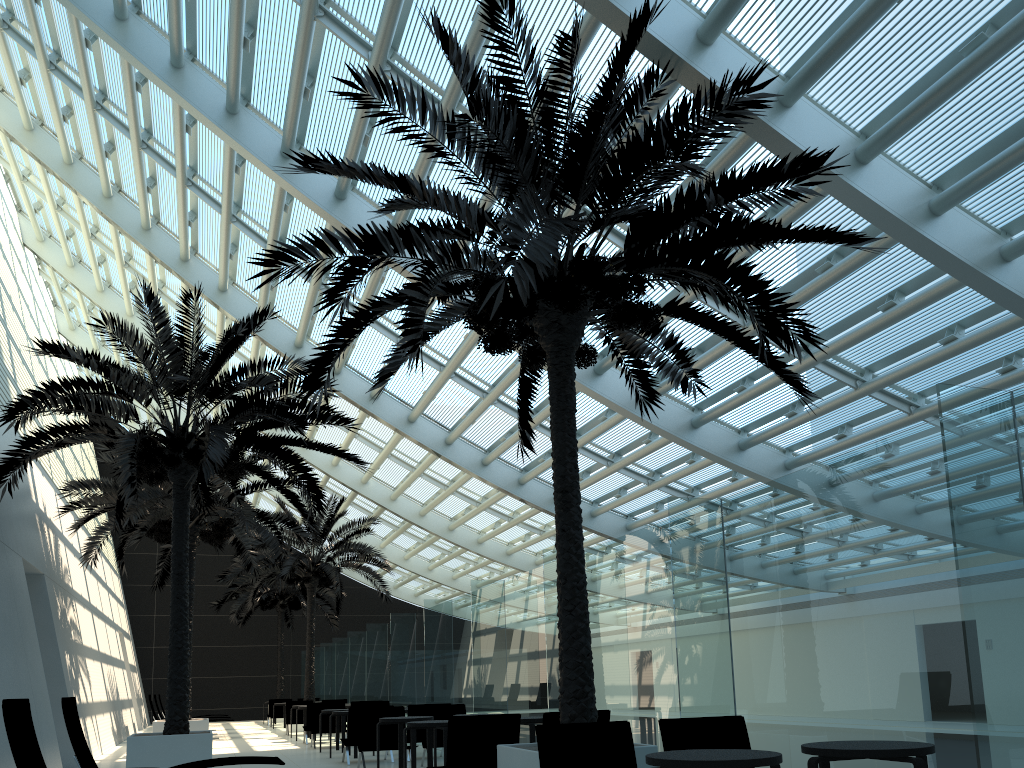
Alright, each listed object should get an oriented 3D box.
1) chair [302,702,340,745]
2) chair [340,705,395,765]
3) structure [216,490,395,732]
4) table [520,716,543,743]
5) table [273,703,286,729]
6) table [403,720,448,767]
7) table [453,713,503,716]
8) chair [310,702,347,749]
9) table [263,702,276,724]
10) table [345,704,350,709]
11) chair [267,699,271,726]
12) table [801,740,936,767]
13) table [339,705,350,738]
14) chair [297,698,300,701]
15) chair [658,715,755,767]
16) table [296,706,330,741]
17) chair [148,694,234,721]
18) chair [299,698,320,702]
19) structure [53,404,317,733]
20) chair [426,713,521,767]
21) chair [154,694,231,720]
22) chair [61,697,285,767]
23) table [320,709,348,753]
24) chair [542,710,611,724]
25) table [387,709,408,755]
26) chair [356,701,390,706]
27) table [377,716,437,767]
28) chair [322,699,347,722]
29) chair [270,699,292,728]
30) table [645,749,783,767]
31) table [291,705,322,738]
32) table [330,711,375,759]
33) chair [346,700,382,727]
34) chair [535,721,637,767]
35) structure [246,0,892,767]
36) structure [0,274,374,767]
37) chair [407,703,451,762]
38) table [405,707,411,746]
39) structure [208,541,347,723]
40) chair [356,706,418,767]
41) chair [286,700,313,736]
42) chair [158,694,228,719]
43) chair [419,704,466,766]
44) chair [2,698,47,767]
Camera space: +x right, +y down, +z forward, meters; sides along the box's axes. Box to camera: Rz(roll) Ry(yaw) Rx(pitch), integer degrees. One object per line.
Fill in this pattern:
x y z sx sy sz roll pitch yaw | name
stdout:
-4.200 7.437 19.161 0.718 0.851 0.923 3 -15 -19 | chair
-2.316 5.563 13.872 0.718 0.851 0.923 3 -15 -19 | chair
-5.923 6.587 25.473 4.848 6.733 4.603 4 -14 -26 | structure
0.113 4.164 9.846 0.686 0.749 0.702 -7 -15 22 | table
-6.981 10.237 26.902 0.684 0.749 0.704 -6 -15 18 | table
-0.802 4.081 9.524 0.686 0.749 0.702 -7 -15 22 | table
-0.419 4.702 11.365 0.684 0.749 0.704 -6 -15 18 | table
-3.647 6.872 17.565 0.718 0.851 0.923 3 -15 -19 | chair
-8.384 11.623 30.814 0.688 0.749 0.700 -9 -15 27 | table
-4.174 8.439 21.911 0.684 0.749 0.704 -6 -15 18 | table
-7.964 11.181 29.730 0.718 0.851 0.923 3 -15 -19 | chair
1.950 2.346 4.713 0.688 0.749 0.700 -9 -15 27 | table
-3.705 7.963 20.567 0.686 0.749 0.702 -7 -15 22 | table
-7.084 11.262 30.040 0.718 0.851 0.923 3 -15 -19 | chair
1.527 2.680 5.815 0.718 0.851 0.923 3 -15 -19 | chair
-4.620 7.879 20.245 0.686 0.749 0.702 -7 -15 22 | table
-8.107 8.415 22.086 2.043 1.110 0.958 4 -15 -19 | chair
-6.531 10.697 28.443 0.718 0.851 0.923 3 -15 -19 | chair
-6.611 3.891 17.389 4.307 6.611 4.804 -5 -13 13 | structure
-0.382 3.639 8.440 0.718 0.851 0.923 3 -15 -19 | chair
-8.966 9.269 24.497 2.043 1.110 0.958 4 -15 -19 | chair
-3.368 3.701 8.780 2.043 1.110 0.958 4 -15 -19 | chair
-3.217 6.492 16.333 0.684 0.749 0.704 -6 -15 18 | table
0.497 3.719 8.750 0.718 0.851 0.923 3 -15 -19 | chair
-1.822 6.089 15.277 0.686 0.749 0.702 -7 -15 22 | table
-2.768 6.953 17.875 0.718 0.851 0.923 3 -15 -19 | chair
-1.333 4.618 11.043 0.684 0.749 0.704 -6 -15 18 | table
-4.631 8.807 23.108 0.718 0.851 0.923 3 -15 -19 | chair
-7.411 10.616 28.134 0.718 0.851 0.923 3 -15 -19 | chair
1.035 2.262 4.392 0.688 0.749 0.700 -9 -15 27 | table
-5.089 8.355 21.590 0.684 0.749 0.704 -6 -15 18 | table
-2.736 6.005 14.956 0.686 0.749 0.702 -7 -15 22 | table
-3.320 7.518 19.470 0.718 0.851 0.923 3 -15 -19 | chair
0.648 2.599 5.505 0.718 0.851 0.923 3 -15 -19 | chair
0.472 0.230 7.528 4.822 6.733 4.626 -1 -12 -1 | structure
-4.413 1.944 11.827 4.707 6.554 4.395 9 -16 -40 | structure
-1.437 5.644 14.181 0.718 0.851 0.923 3 -15 -19 | chair
-2.302 6.576 16.654 0.684 0.749 0.704 -6 -15 18 | table
-8.617 9.295 33.116 4.518 6.732 4.940 9 -16 -40 | structure
-1.759 4.994 12.264 0.718 0.851 0.923 3 -15 -19 | chair
-5.511 8.726 22.799 0.718 0.851 0.923 3 -15 -19 | chair
-9.851 10.150 26.984 2.043 1.110 0.958 4 -15 -19 | chair
-0.880 5.075 12.573 0.718 0.851 0.923 3 -15 -19 | chair
-2.510 2.847 6.368 2.043 1.110 0.958 4 -15 -19 | chair
